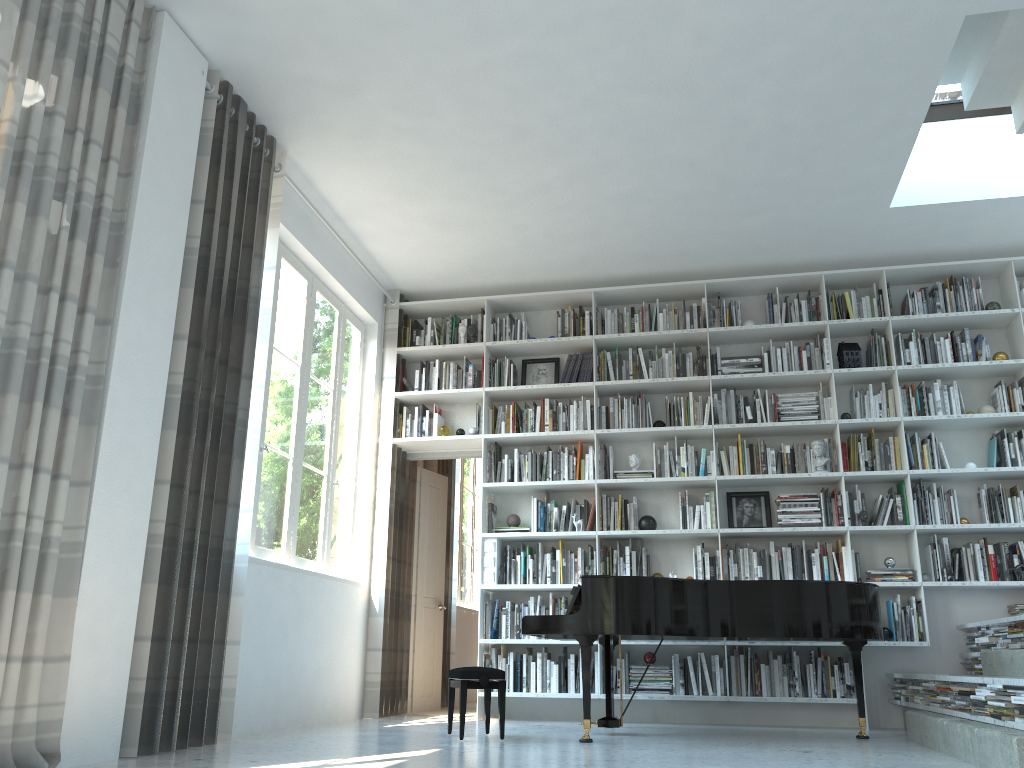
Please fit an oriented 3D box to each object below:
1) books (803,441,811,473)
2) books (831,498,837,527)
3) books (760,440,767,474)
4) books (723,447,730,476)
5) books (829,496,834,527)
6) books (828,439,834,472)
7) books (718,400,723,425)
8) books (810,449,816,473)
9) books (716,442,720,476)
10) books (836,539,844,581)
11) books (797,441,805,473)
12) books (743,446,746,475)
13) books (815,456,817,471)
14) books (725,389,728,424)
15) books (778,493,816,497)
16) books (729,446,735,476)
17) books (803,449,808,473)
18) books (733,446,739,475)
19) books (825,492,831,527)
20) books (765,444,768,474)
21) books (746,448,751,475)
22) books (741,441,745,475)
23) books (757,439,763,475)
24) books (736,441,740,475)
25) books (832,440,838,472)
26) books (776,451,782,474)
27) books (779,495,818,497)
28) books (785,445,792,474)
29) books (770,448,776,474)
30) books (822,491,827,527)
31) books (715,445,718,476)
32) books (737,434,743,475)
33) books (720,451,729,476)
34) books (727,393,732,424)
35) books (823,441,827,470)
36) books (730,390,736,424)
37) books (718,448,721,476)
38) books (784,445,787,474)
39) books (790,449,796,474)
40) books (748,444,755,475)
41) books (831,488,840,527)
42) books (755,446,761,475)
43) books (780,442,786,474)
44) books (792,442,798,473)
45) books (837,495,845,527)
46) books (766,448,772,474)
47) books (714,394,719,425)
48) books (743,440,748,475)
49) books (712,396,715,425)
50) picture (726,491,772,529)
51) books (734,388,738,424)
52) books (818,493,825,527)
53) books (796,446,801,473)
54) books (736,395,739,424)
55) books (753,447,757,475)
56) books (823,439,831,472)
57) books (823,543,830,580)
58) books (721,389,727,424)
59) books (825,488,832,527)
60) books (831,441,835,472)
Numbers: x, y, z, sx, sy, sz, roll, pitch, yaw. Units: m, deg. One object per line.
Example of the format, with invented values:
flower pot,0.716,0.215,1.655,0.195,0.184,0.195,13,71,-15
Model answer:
books,2.096,0.549,6.289,0.024,0.258,0.127,-3,-17,12
books,2.229,0.913,6.155,0.021,0.216,0.132,-3,-17,12
books,1.793,0.554,6.332,0.028,0.267,0.190,-3,-17,12
books,1.550,0.585,6.397,0.042,0.241,0.162,-3,-17,12
books,2.213,0.907,6.162,0.013,0.232,0.134,-3,-17,12
books,2.241,0.535,6.252,0.014,0.265,0.154,-3,-17,12
books,1.530,0.245,6.517,0.027,0.227,0.148,-3,-17,12
books,2.124,0.574,6.273,0.035,0.201,0.149,-3,-17,12
books,1.493,0.574,6.428,0.010,0.281,0.140,-3,-17,12
books,2.241,1.221,6.054,0.011,0.299,0.149,-3,-17,12
books,2.049,0.548,6.289,0.025,0.258,0.151,-3,-17,12
books,1.669,0.579,6.377,0.010,0.244,0.150,-3,-17,12
books,2.150,0.546,6.285,0.014,0.262,0.135,-3,-17,12
books,1.576,0.202,6.521,0.014,0.312,0.134,-3,-17,12
books,2.002,0.789,6.230,0.254,0.012,0.161,-4,-18,15
books,1.585,0.583,6.399,0.026,0.247,0.139,-3,-17,12
books,2.075,0.577,6.292,0.022,0.206,0.114,-3,-17,12
books,1.611,0.584,6.387,0.029,0.239,0.156,-3,-17,12
books,2.189,0.896,6.164,0.013,0.255,0.163,-3,-17,12
books,1.817,0.569,6.351,0.011,0.250,0.131,-3,-17,12
books,1.696,0.586,6.374,0.024,0.227,0.148,-3,-17,12
books,1.650,0.559,6.352,0.015,0.265,0.190,-3,-17,12
books,1.776,0.552,6.352,0.013,0.282,0.177,-3,-17,12
books,1.633,0.565,6.401,0.010,0.283,0.137,-3,-17,12
books,2.277,0.539,6.263,0.023,0.264,0.107,-3,-17,12
books,1.900,0.589,6.326,0.050,0.198,0.146,-3,-17,12
books,2.002,0.802,6.229,0.254,0.012,0.161,-2,-18,9
books,1.957,0.567,6.294,0.029,0.223,0.186,-3,-17,12
books,1.858,0.580,6.325,0.030,0.214,0.169,-3,-17,12
books,2.164,0.891,6.159,0.011,0.260,0.185,-3,-17,12
books,1.480,0.585,6.418,0.012,0.253,0.161,-3,-17,12
books,1.636,0.536,6.363,0.014,0.316,0.188,-3,-17,12
books,1.529,0.598,6.385,0.053,0.208,0.156,-3,-17,12
books,1.589,0.216,6.485,0.025,0.265,0.186,-3,-17,12
books,2.199,0.542,6.265,0.025,0.259,0.131,-3,-17,12
books,1.619,0.206,6.501,0.029,0.294,0.151,-3,-17,12
books,1.503,0.595,6.418,0.011,0.234,0.142,-3,-17,12
books,1.940,0.566,6.310,0.010,0.233,0.175,-3,-17,12
books,1.985,0.577,6.287,0.029,0.199,0.179,-3,-18,12
books,1.723,0.572,6.379,0.028,0.258,0.135,-3,-17,12
books,2.241,0.878,6.144,0.011,0.278,0.186,-3,-17,12
books,1.758,0.578,6.355,0.025,0.235,0.137,-3,-17,12
books,1.930,0.556,6.320,0.014,0.258,0.162,-3,-17,12
books,2.003,0.552,6.279,0.012,0.244,0.186,-3,-17,12
books,2.260,0.897,6.123,0.034,0.228,0.200,-3,-17,12
books,1.831,0.581,6.330,0.024,0.215,0.176,-3,-17,12
books,1.501,0.223,6.513,0.026,0.266,0.171,-3,-17,12
books,1.675,0.556,6.363,0.010,0.280,0.171,-3,-17,12
books,1.484,0.233,6.525,0.012,0.253,0.161,-3,-17,12
picture,1.690,0.913,6.321,0.300,0.298,0.078,-3,-17,12
books,1.637,0.200,6.490,0.011,0.299,0.180,-3,-17,12
books,2.153,0.896,6.163,0.012,0.253,0.161,-3,-17,12
books,2.029,0.569,6.308,0.025,0.229,0.143,-3,-17,12
books,1.648,0.223,6.483,0.011,0.251,0.153,-3,-17,12
books,1.738,0.580,6.351,0.012,0.227,0.170,-3,-17,12
books,2.226,0.534,6.273,0.025,0.278,0.108,-3,-17,12
books,2.154,1.236,6.078,0.010,0.283,0.132,-3,-17,12
books,1.552,0.205,6.505,0.026,0.296,0.180,-3,-17,12
books,2.200,0.880,6.166,0.011,0.287,0.152,-3,-17,12
books,2.257,0.540,6.260,0.014,0.260,0.137,-3,-17,12
